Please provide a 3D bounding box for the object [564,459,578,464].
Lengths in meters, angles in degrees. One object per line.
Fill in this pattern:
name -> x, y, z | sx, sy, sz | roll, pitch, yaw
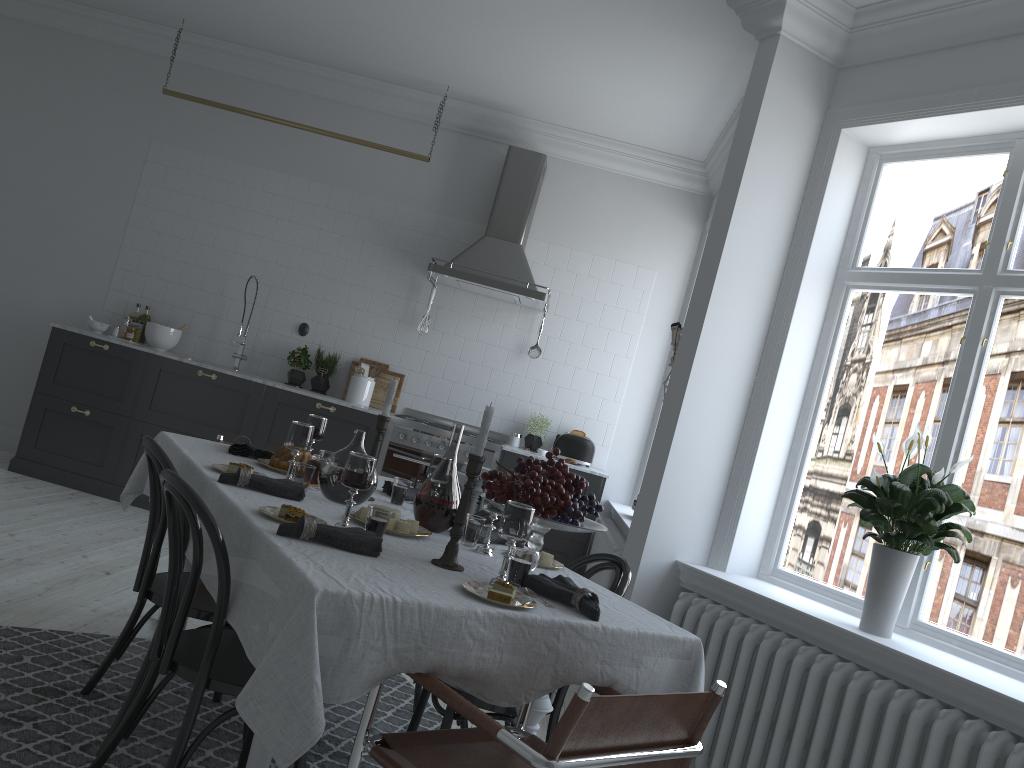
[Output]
object -> 0.395, 0.523, 6.032 | 0.119, 0.031, 0.074 | 14, -2, 36

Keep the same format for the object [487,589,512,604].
object -> -0.029, 0.495, 2.073 | 0.057, 0.021, 0.037 | 15, -2, 3

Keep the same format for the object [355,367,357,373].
object -> -1.104, 0.009, 6.323 | 0.117, 0.251, 0.061 | 14, -2, 33

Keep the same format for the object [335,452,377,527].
object -> -0.431, 0.297, 2.400 | 0.083, 0.215, 0.083 | 15, -2, 8

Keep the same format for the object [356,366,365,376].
object -> -1.110, 0.001, 6.300 | 0.054, 0.262, 0.149 | 16, -2, -22

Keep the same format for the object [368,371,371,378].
object -> -1.046, 0.027, 6.367 | 0.050, 0.247, 0.114 | 16, -2, -32

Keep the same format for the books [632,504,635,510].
books -> 0.875, 0.794, 5.384 | 0.259, 0.031, 0.328 | 15, -2, 1

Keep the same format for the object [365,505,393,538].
object -> -0.360, 0.375, 2.342 | 0.066, 0.094, 0.066 | 15, -2, -8

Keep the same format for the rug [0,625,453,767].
rug -> -0.758, 1.187, 2.749 | 1.701, 0.021, 2.166 | 16, -2, -29

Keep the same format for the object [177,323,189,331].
object -> -2.472, -0.356, 6.460 | 0.042, 0.232, 0.209 | 14, -2, 43

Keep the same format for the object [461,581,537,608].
object -> -0.031, 0.499, 2.084 | 0.182, 0.013, 0.182 | 15, -2, 13

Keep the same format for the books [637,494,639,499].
books -> 0.899, 0.733, 5.387 | 0.259, 0.038, 0.325 | 15, -2, 5

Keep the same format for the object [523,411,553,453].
object -> 0.173, 0.342, 6.318 | 0.210, 0.283, 0.220 | 15, -2, 16

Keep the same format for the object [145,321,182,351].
object -> -2.542, -0.335, 6.433 | 0.247, 0.175, 0.247 | 15, -2, 16

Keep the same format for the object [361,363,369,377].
object -> -1.069, -0.002, 6.338 | 0.064, 0.290, 0.141 | 16, -2, -24

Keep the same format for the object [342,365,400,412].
object -> -1.022, 0.034, 6.439 | 0.360, 0.261, 0.053 | 15, -2, 3

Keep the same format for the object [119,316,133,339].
object -> -2.797, -0.405, 6.423 | 0.059, 0.172, 0.059 | 14, -2, 34

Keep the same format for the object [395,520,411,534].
object -> -0.335, 0.420, 2.629 | 0.040, 0.039, 0.077 | 16, -2, -27

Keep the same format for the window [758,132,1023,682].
window -> 1.975, 0.034, 3.203 | 0.061, 2.080, 2.079 | 16, -2, -35

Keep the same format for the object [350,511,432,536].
object -> -0.364, 0.424, 2.654 | 0.251, 0.018, 0.251 | 15, -2, 3

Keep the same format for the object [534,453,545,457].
object -> 0.199, 0.481, 5.966 | 0.126, 0.008, 0.126 | 14, -2, 29

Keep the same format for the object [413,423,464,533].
object -> -0.214, 0.298, 2.834 | 0.152, 0.352, 0.152 | 16, -2, -36

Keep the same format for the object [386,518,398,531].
object -> -0.381, 0.405, 2.597 | 0.077, 0.040, 0.040 | 15, -2, 22

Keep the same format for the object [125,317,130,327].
object -> -2.822, -0.410, 6.483 | 0.059, 0.172, 0.059 | 14, -2, 34

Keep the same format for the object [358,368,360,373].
object -> -1.079, 0.018, 6.365 | 0.118, 0.250, 0.033 | 15, -2, 3

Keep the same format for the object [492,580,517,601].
object -> -0.019, 0.490, 2.115 | 0.057, 0.037, 0.021 | 14, -2, 24

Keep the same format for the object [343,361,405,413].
object -> -1.013, 0.023, 6.495 | 0.400, 0.290, 0.030 | 15, -2, 3

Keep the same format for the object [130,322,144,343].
object -> -2.761, -0.377, 6.490 | 0.077, 0.141, 0.044 | 15, -2, 3

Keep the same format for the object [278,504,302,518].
object -> -0.592, 0.342, 2.367 | 0.057, 0.037, 0.021 | 16, -2, -16

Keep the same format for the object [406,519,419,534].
object -> -0.308, 0.426, 2.684 | 0.039, 0.040, 0.077 | 16, -2, -18

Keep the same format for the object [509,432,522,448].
object -> 0.027, 0.400, 6.336 | 0.072, 0.095, 0.072 | 17, -2, -42

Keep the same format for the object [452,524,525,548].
object -> -0.087, 0.486, 2.935 | 0.165, 0.061, 0.247 | 14, -2, 42

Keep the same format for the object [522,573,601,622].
object -> 0.169, 0.536, 2.259 | 0.247, 0.061, 0.165 | 14, -2, 42

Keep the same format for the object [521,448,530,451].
object -> 0.082, 0.452, 6.242 | 0.091, 0.018, 0.062 | 15, -2, 0

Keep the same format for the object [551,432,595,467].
object -> 0.436, 0.453, 6.304 | 0.326, 0.207, 0.219 | 15, -2, 8

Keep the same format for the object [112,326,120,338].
object -> -2.848, -0.375, 6.380 | 0.046, 0.084, 0.046 | 15, -2, -11

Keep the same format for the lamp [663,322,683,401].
lamp -> 0.726, 0.194, 4.110 | 0.131, 0.977, 0.312 | 16, -2, -23

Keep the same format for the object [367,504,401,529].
object -> -0.386, 0.399, 2.680 | 0.100, 0.056, 0.056 | 15, -2, 20

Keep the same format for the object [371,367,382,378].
object -> -1.033, 0.007, 6.364 | 0.131, 0.296, 0.056 | 16, -2, -18

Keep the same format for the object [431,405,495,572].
object -> -0.112, 0.266, 2.316 | 0.089, 0.432, 0.089 | 14, -2, 25

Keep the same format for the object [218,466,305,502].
object -> -0.739, 0.302, 2.685 | 0.165, 0.061, 0.247 | 14, -2, 42

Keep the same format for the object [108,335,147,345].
object -> -2.798, -0.318, 6.455 | 0.180, 0.008, 0.272 | 15, -2, 3

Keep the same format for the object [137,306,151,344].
object -> -2.714, -0.436, 6.541 | 0.089, 0.282, 0.082 | 15, -2, 3

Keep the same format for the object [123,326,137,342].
object -> -2.749, -0.356, 6.385 | 0.078, 0.101, 0.078 | 14, -2, 31

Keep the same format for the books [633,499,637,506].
books -> 0.894, 0.767, 5.373 | 0.287, 0.031, 0.351 | 15, -2, 3

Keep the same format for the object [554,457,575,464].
object -> 0.352, 0.516, 5.998 | 0.209, 0.008, 0.018 | 14, -2, 38

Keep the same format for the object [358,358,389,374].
object -> -1.044, -0.007, 6.465 | 0.220, 0.330, 0.041 | 15, -2, 3

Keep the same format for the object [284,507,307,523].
object -> -0.567, 0.347, 2.335 | 0.036, 0.039, 0.051 | 14, -2, 43

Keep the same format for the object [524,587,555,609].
object -> 0.069, 0.530, 2.197 | 0.031, 0.012, 0.131 | 16, -2, -35

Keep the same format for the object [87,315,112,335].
object -> -2.984, -0.422, 6.416 | 0.159, 0.110, 0.172 | 15, -2, -2

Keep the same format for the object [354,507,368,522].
object -> -0.435, 0.379, 2.616 | 0.039, 0.040, 0.078 | 16, -2, -22

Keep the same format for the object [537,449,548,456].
object -> 0.203, 0.462, 5.967 | 0.072, 0.040, 0.070 | 15, -2, -5

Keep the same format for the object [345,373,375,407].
object -> -1.080, 0.042, 6.326 | 0.174, 0.208, 0.174 | 15, -2, -2

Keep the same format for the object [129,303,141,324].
object -> -2.792, -0.457, 6.550 | 0.066, 0.282, 0.066 | 15, -2, -2

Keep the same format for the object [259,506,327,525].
object -> -0.584, 0.358, 2.362 | 0.182, 0.013, 0.182 | 15, -2, 18
